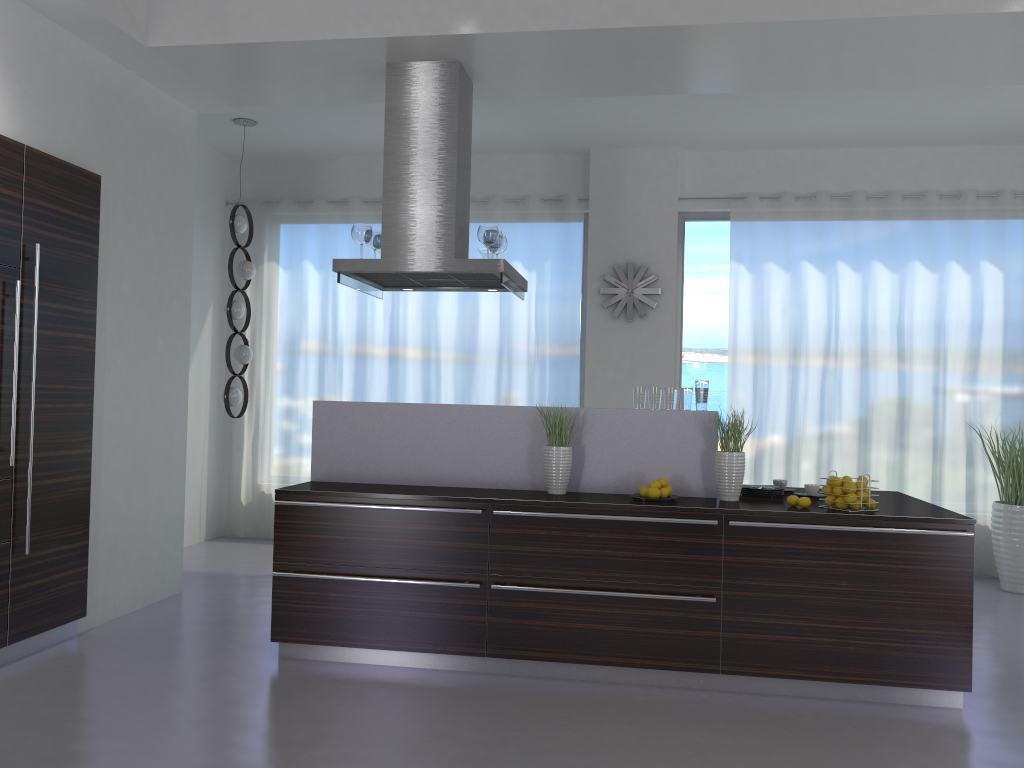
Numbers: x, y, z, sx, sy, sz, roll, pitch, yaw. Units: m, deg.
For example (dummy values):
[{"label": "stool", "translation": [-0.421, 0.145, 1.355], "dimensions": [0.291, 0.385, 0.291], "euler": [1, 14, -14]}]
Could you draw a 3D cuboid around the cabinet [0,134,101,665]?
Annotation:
[{"label": "cabinet", "translation": [-2.838, 0.066, 3.093], "dimensions": [0.669, 2.500, 3.600], "euler": [1, -1, 9]}]

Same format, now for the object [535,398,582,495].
[{"label": "object", "translation": [0.226, 0.314, 4.555], "dimensions": [0.269, 0.502, 0.247], "euler": [1, -1, 9]}]

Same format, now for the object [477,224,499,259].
[{"label": "object", "translation": [-0.138, -0.792, 5.058], "dimensions": [0.125, 0.221, 0.125], "euler": [1, -1, 34]}]

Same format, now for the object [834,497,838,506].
[{"label": "object", "translation": [1.565, 0.564, 4.278], "dimensions": [0.053, 0.053, 0.061], "euler": [2, -1, -38]}]

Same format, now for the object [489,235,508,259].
[{"label": "object", "translation": [-0.091, -0.785, 5.359], "dimensions": [0.125, 0.221, 0.125], "euler": [1, -1, 34]}]

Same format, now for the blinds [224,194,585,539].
[{"label": "blinds", "translation": [-1.008, -0.117, 7.896], "dimensions": [3.245, 3.112, 0.120], "euler": [1, -1, 9]}]

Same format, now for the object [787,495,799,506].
[{"label": "object", "translation": [1.359, 0.564, 4.279], "dimensions": [0.053, 0.051, 0.063], "euler": [2, -1, -22]}]

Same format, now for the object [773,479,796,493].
[{"label": "object", "translation": [1.506, 0.574, 4.986], "dimensions": [0.153, 0.069, 0.153], "euler": [1, -1, 43]}]

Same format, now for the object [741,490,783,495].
[{"label": "object", "translation": [1.336, 0.579, 4.760], "dimensions": [0.232, 0.020, 0.232], "euler": [1, -1, 18]}]

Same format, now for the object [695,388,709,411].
[{"label": "object", "translation": [0.993, 0.081, 4.640], "dimensions": [0.071, 0.119, 0.072], "euler": [2, -1, -41]}]

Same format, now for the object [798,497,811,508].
[{"label": "object", "translation": [1.392, 0.564, 4.224], "dimensions": [0.063, 0.051, 0.053], "euler": [1, -1, 13]}]

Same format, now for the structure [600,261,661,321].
[{"label": "structure", "translation": [0.998, -0.782, 7.476], "dimensions": [0.505, 0.505, 0.076], "euler": [1, -1, 9]}]

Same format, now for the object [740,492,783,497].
[{"label": "object", "translation": [1.335, 0.589, 4.760], "dimensions": [0.232, 0.020, 0.232], "euler": [1, -1, 18]}]

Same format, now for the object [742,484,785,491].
[{"label": "object", "translation": [1.181, 0.494, 4.866], "dimensions": [0.646, 0.147, 0.269], "euler": [1, -1, 34]}]

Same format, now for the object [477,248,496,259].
[{"label": "object", "translation": [-0.155, -0.760, 5.593], "dimensions": [0.137, 0.174, 0.137], "euler": [2, -1, -26]}]

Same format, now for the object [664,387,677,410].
[{"label": "object", "translation": [0.833, 0.077, 4.666], "dimensions": [0.071, 0.119, 0.072], "euler": [2, -1, -41]}]

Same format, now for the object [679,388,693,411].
[{"label": "object", "translation": [0.913, 0.079, 4.653], "dimensions": [0.071, 0.119, 0.072], "euler": [2, -1, -41]}]

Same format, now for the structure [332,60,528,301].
[{"label": "structure", "translation": [-0.441, -1.169, 5.372], "dimensions": [0.981, 1.231, 0.915], "euler": [1, -1, 9]}]

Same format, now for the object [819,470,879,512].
[{"label": "object", "translation": [1.605, 0.507, 4.226], "dimensions": [0.189, 0.174, 0.207], "euler": [2, -1, -26]}]

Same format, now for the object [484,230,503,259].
[{"label": "object", "translation": [-0.114, -0.789, 5.214], "dimensions": [0.125, 0.221, 0.125], "euler": [1, -1, 34]}]

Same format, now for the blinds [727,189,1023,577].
[{"label": "blinds", "translation": [3.205, -0.022, 7.225], "dimensions": [2.830, 3.112, 0.120], "euler": [1, -1, 9]}]

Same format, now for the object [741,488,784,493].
[{"label": "object", "translation": [1.336, 0.570, 4.760], "dimensions": [0.232, 0.020, 0.232], "euler": [1, -1, 13]}]

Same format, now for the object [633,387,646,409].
[{"label": "object", "translation": [0.674, 0.074, 4.691], "dimensions": [0.072, 0.119, 0.071], "euler": [2, -1, -31]}]

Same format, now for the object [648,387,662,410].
[{"label": "object", "translation": [0.753, 0.075, 4.679], "dimensions": [0.071, 0.119, 0.072], "euler": [2, -1, -41]}]

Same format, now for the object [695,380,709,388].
[{"label": "object", "translation": [0.994, 0.042, 4.641], "dimensions": [0.071, 0.119, 0.072], "euler": [2, -1, -41]}]

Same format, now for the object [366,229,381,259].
[{"label": "object", "translation": [-0.821, -0.805, 5.303], "dimensions": [0.125, 0.221, 0.125], "euler": [1, -1, 34]}]

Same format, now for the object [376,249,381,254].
[{"label": "object", "translation": [-0.797, -0.802, 5.459], "dimensions": [0.125, 0.221, 0.125], "euler": [1, -1, 34]}]

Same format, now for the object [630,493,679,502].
[{"label": "object", "translation": [0.706, 0.565, 4.409], "dimensions": [0.232, 0.020, 0.232], "euler": [1, -1, 18]}]

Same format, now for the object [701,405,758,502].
[{"label": "object", "translation": [1.108, 0.335, 4.440], "dimensions": [0.269, 0.502, 0.247], "euler": [2, -1, -38]}]

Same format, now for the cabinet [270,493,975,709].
[{"label": "cabinet", "translation": [0.521, 1.006, 4.813], "dimensions": [3.285, 0.852, 1.377], "euler": [1, -1, 9]}]

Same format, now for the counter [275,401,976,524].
[{"label": "counter", "translation": [0.531, 0.782, 4.827], "dimensions": [3.291, 1.300, 1.302], "euler": [1, -1, 9]}]

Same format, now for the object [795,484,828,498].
[{"label": "object", "translation": [1.599, 0.572, 4.729], "dimensions": [0.153, 0.069, 0.153], "euler": [2, -1, -17]}]
